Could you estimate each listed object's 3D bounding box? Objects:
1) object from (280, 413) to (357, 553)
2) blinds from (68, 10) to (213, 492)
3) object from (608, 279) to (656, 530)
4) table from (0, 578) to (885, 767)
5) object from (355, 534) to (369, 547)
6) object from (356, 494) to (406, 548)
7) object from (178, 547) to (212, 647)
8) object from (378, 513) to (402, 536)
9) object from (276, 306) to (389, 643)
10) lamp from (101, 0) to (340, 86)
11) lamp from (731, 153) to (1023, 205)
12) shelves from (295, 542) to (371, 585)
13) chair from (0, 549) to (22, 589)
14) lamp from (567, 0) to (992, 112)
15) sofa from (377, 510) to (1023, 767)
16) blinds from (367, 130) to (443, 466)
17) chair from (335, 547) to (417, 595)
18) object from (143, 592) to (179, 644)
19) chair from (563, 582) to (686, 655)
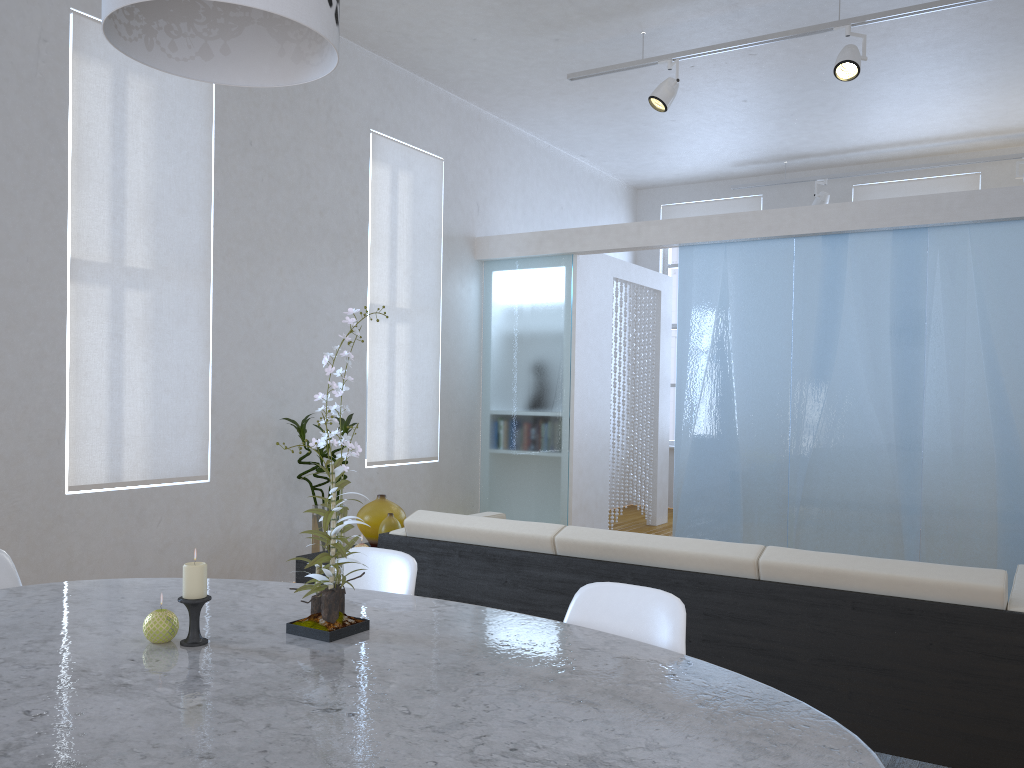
[{"bbox_3d":[-1.085,0.650,4.929,0.380,0.981,0.483,1,1,4],"label":"object"},{"bbox_3d":[-1.741,-0.571,4.212,0.007,2.111,0.761,2,1,32],"label":"blinds"},{"bbox_3d":[0.980,0.192,7.226,0.051,2.016,0.923,2,1,31],"label":"object"},{"bbox_3d":[-0.383,0.790,1.529,1.909,0.623,1.071,1,-1,31],"label":"table"},{"bbox_3d":[-0.571,0.621,3.365,0.071,0.104,0.071,1,0,-31],"label":"object"},{"bbox_3d":[-0.546,0.571,3.700,0.207,0.215,0.207,1,0,-17],"label":"object"},{"bbox_3d":[-0.582,0.388,1.627,0.059,0.176,0.059,1,1,17],"label":"object"},{"bbox_3d":[-0.487,0.597,3.540,0.096,0.160,0.095,1,1,-17],"label":"object"},{"bbox_3d":[-0.363,0.168,1.708,0.202,0.638,0.166,1,1,-30],"label":"object"},{"bbox_3d":[-0.497,-1.367,1.565,0.399,1.539,0.399,1,1,-2],"label":"lamp"},{"bbox_3d":[3.361,-1.727,7.375,3.117,0.487,0.197,1,0,30],"label":"lamp"},{"bbox_3d":[-0.504,0.904,3.663,0.349,0.451,0.730,1,0,32],"label":"shelves"},{"bbox_3d":[-1.177,0.571,2.008,0.419,0.352,0.406,1,0,34],"label":"chair"},{"bbox_3d":[1.670,-1.798,4.620,3.116,0.487,0.205,1,0,29],"label":"lamp"},{"bbox_3d":[0.963,0.827,3.578,5.335,0.679,9.725,1,-1,32],"label":"sofa"},{"bbox_3d":[-0.702,-0.527,5.903,0.007,2.112,0.761,2,1,32],"label":"blinds"},{"bbox_3d":[-0.434,0.586,2.057,0.405,0.352,0.419,1,0,31],"label":"chair"},{"bbox_3d":[-0.648,0.429,1.637,0.062,0.091,0.063,1,0,-11],"label":"object"},{"bbox_3d":[0.134,0.591,1.682,0.405,0.352,0.419,1,0,35],"label":"chair"}]
